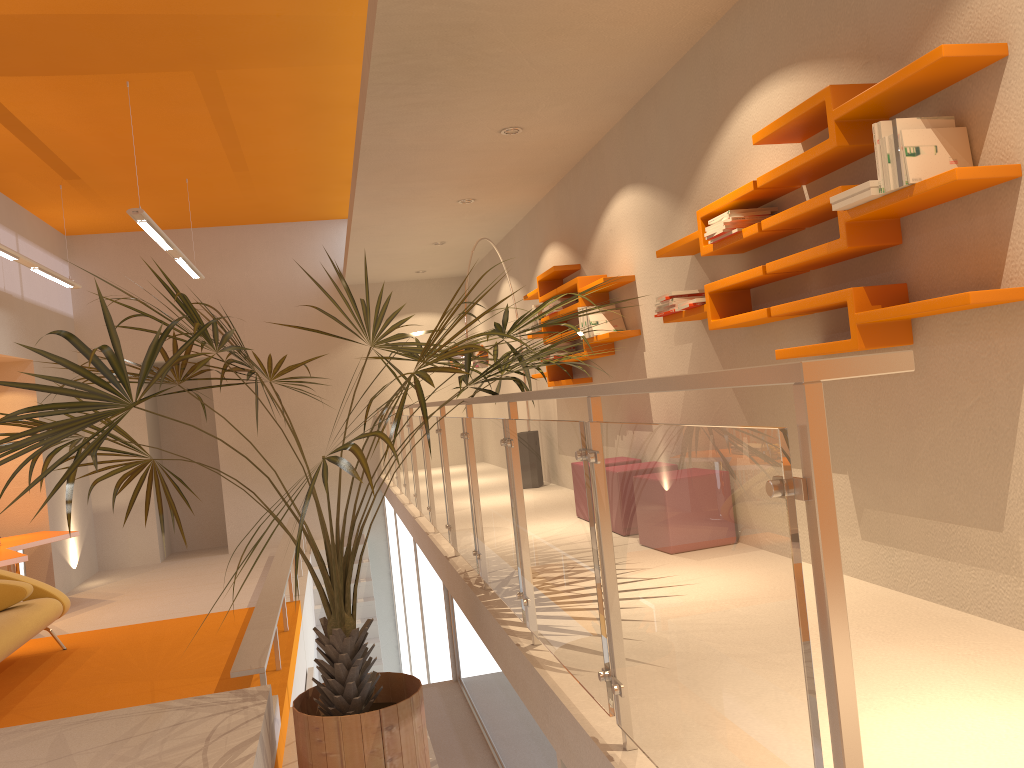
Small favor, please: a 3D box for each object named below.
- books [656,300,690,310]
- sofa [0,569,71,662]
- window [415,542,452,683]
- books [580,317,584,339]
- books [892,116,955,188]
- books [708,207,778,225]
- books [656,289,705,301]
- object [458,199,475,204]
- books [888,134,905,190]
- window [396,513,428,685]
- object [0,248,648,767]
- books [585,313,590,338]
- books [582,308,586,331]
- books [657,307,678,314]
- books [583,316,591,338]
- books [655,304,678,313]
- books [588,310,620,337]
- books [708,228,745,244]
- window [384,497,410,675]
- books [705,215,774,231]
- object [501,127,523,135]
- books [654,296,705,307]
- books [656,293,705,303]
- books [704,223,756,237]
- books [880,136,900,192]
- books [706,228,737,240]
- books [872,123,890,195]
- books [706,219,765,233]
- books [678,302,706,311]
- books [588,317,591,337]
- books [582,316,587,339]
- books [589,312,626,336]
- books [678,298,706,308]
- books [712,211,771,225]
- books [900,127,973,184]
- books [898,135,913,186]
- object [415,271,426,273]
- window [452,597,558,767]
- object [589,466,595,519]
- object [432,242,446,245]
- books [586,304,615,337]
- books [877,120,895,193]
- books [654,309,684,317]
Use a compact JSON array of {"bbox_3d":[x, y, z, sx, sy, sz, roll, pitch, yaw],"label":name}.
[{"bbox_3d":[0.897,-0.422,4.701,0.190,0.015,0.254,-6,-1,-10],"label":"books"},{"bbox_3d":[-3.570,1.630,5.582,0.929,0.706,2.081,-6,-1,-12],"label":"sofa"},{"bbox_3d":[-0.533,2.281,3.171,0.481,5.399,8.922,-6,-1,0],"label":"window"},{"bbox_3d":[0.600,-0.412,6.257,0.230,0.169,0.027,-6,-1,-12],"label":"books"},{"bbox_3d":[1.294,-0.725,2.767,0.207,0.210,0.021,-6,-1,-12],"label":"books"},{"bbox_3d":[1.041,-0.759,4.010,0.230,0.017,0.226,-6,-1,-12],"label":"books"},{"bbox_3d":[0.908,-0.472,4.687,0.226,0.017,0.230,-6,-1,-12],"label":"books"},{"bbox_3d":[-0.397,-1.599,7.672,0.143,0.059,0.143,-5,-1,-40],"label":"object"},{"bbox_3d":[1.303,-0.706,2.793,0.230,0.169,0.027,-6,-1,-12],"label":"books"},{"bbox_3d":[-0.883,3.206,8.793,0.006,3.760,2.311,-6,-1,-12],"label":"window"},{"bbox_3d":[-0.825,0.528,3.743,3.098,2.600,3.241,-6,-1,-4],"label":"object"},{"bbox_3d":[0.630,-0.416,6.148,0.230,0.169,0.027,-6,-1,-12],"label":"books"},{"bbox_3d":[0.604,-0.433,6.206,0.207,0.210,0.021,-6,-1,-12],"label":"books"},{"bbox_3d":[0.904,-0.395,4.699,0.190,0.011,0.268,-6,-1,-10],"label":"books"},{"bbox_3d":[0.617,-0.414,6.174,0.230,0.169,0.027,-6,-1,-12],"label":"books"},{"bbox_3d":[0.899,-0.407,4.709,0.190,0.015,0.254,-6,-1,-16],"label":"books"},{"bbox_3d":[0.644,-0.418,6.095,0.230,0.169,0.023,-6,-1,-12],"label":"books"},{"bbox_3d":[1.045,-0.671,3.992,0.210,0.013,0.297,-6,-1,-12],"label":"books"},{"bbox_3d":[-1.333,3.278,10.980,0.006,3.760,2.078,-6,-1,-12],"label":"window"},{"bbox_3d":[1.031,-0.726,4.006,0.227,0.017,0.230,-6,-1,-17],"label":"books"},{"bbox_3d":[-0.004,-1.662,5.764,0.143,0.059,0.143,-5,-1,-40],"label":"object"},{"bbox_3d":[0.908,-0.440,4.700,0.230,0.017,0.227,-6,-1,-17],"label":"books"},{"bbox_3d":[0.912,-0.456,4.700,0.254,0.015,0.190,-6,-1,-5],"label":"books"},{"bbox_3d":[1.026,-0.694,3.994,0.254,0.015,0.190,-6,-1,-16],"label":"books"},{"bbox_3d":[1.289,-0.704,2.819,0.230,0.169,0.027,-6,-1,-12],"label":"books"},{"bbox_3d":[1.036,-0.682,3.997,0.268,0.011,0.190,-6,-1,-10],"label":"books"},{"bbox_3d":[1.280,-0.731,2.859,0.230,0.227,0.017,-6,-1,-12],"label":"books"},{"bbox_3d":[1.032,-0.710,3.993,0.254,0.015,0.190,-6,-1,-10],"label":"books"},{"bbox_3d":[0.977,-0.395,4.417,0.254,0.015,0.190,-6,-1,-5],"label":"books"},{"bbox_3d":[0.628,-0.410,6.107,0.207,0.156,0.009,-6,-1,-12],"label":"books"},{"bbox_3d":[0.613,-0.413,6.232,0.230,0.169,0.027,-6,-1,-12],"label":"books"},{"bbox_3d":[0.653,-0.410,6.053,0.230,0.150,0.091,-6,-1,-12],"label":"books"},{"bbox_3d":[0.973,-0.410,4.404,0.226,0.017,0.230,-6,-1,-12],"label":"books"},{"bbox_3d":[1.030,-0.742,4.012,0.190,0.015,0.254,-6,-1,-5],"label":"books"},{"bbox_3d":[1.316,-0.707,2.740,0.230,0.169,0.023,-6,-1,-12],"label":"books"},{"bbox_3d":[1.301,-0.700,2.752,0.207,0.156,0.009,-6,-1,-12],"label":"books"},{"bbox_3d":[-1.184,-1.473,11.491,0.143,0.059,0.143,-5,-1,-40],"label":"object"},{"bbox_3d":[-0.391,1.049,1.977,0.908,1.393,6.719,-6,-1,8],"label":"window"},{"bbox_3d":[0.661,0.707,6.016,0.390,0.377,0.390,-6,-1,-12],"label":"object"},{"bbox_3d":[-0.790,-1.536,9.581,0.143,0.059,0.143,-5,-1,-40],"label":"object"},{"bbox_3d":[0.621,-0.436,6.122,0.207,0.210,0.021,-6,-1,-12],"label":"books"},{"bbox_3d":[1.290,-0.733,2.843,0.230,0.227,0.017,-6,-1,-12],"label":"books"},{"bbox_3d":[0.905,-0.383,4.695,0.210,0.013,0.297,-6,-1,-12],"label":"books"}]
